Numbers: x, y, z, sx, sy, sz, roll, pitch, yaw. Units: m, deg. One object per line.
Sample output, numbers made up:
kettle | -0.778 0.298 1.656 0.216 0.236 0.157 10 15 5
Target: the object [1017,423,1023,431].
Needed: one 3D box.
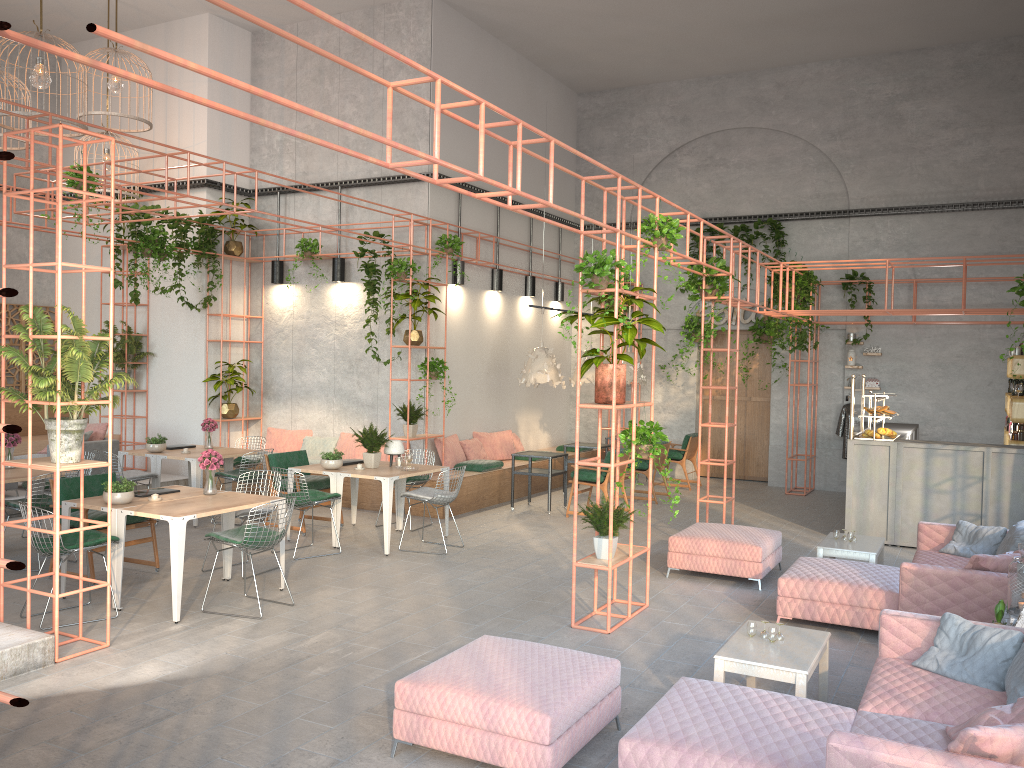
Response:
object | 6.312 0.536 10.973 0.115 0.107 0.115 1 1 -6

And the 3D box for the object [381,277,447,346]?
object | -1.331 -0.995 12.069 0.903 0.947 0.934 1 1 -11

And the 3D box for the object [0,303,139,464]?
object | -3.133 -0.004 6.186 0.900 1.100 0.894 0 2 -33

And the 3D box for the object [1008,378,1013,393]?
object | 7.622 -0.013 13.553 0.066 0.291 0.066 1 1 -2

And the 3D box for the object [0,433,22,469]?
object | -5.310 0.690 9.365 0.213 0.414 0.225 2 2 20

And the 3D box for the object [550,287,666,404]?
object | 0.796 -0.315 7.018 0.924 0.946 0.923 1 1 -6

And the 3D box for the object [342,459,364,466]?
object | -1.966 0.925 10.473 0.268 0.031 0.427 2 2 28

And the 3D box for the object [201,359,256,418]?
object | -4.426 0.070 13.754 0.903 0.919 0.934 1 1 -1

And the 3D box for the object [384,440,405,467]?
object | -1.372 0.809 10.324 0.241 0.313 0.241 1 2 -17

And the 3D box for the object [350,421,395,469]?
object | -1.610 0.692 10.099 0.438 0.527 0.368 2 2 28

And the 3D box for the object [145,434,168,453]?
object | -4.508 0.743 11.235 0.248 0.247 0.254 2 2 28

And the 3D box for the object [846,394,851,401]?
object | 5.661 0.227 14.907 0.093 0.121 0.049 2 2 30

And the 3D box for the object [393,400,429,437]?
object | -1.415 0.468 12.227 0.438 0.527 0.368 2 2 28

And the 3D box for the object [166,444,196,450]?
object | -4.459 0.838 11.793 0.268 0.031 0.427 2 2 28

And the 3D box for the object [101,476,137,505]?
object | -3.302 0.891 7.448 0.247 0.247 0.252 2 2 28

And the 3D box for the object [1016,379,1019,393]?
object | 7.690 -0.011 13.518 0.066 0.291 0.066 2 2 34

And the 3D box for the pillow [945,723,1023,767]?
pillow | 1.888 1.445 3.445 0.495 0.349 0.308 1 1 -12

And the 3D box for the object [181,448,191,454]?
object | -4.123 0.840 11.210 0.115 0.078 0.115 2 2 34

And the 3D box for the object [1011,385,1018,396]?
object | 6.684 0.084 11.757 0.115 0.147 0.115 2 2 37

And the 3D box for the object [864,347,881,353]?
object | 5.966 -0.563 14.684 0.263 0.101 0.013 2 2 28

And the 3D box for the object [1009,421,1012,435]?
object | 6.668 0.575 11.826 0.070 0.209 0.070 1 1 -12

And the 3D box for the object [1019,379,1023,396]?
object | 6.791 0.013 11.821 0.066 0.291 0.066 2 2 34

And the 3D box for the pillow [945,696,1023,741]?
pillow | 2.148 1.460 3.819 0.441 0.317 0.479 1 1 9

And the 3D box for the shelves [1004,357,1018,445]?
shelves | 7.387 0.540 12.926 0.328 1.838 1.750 2 2 28

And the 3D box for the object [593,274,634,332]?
object | 1.921 -1.520 16.531 0.894 1.101 0.900 1 1 -3

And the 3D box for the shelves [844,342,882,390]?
shelves | 5.834 -0.306 14.735 0.560 0.790 0.186 2 2 28

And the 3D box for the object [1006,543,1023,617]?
object | 3.175 1.205 5.462 0.219 0.430 0.216 2 2 21

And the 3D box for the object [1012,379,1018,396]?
object | 6.723 0.010 11.857 0.066 0.291 0.066 1 1 -2

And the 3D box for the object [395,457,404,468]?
object | -1.287 0.900 10.129 0.095 0.119 0.095 0 2 -38

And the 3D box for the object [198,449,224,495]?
object | -2.721 0.793 7.995 0.213 0.414 0.225 2 2 20

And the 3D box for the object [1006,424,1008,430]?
object | 7.182 0.613 12.762 0.115 0.107 0.115 1 1 -5

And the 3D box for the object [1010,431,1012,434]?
object | 6.283 0.637 11.066 0.115 0.107 0.115 2 2 25

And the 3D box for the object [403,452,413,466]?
object | -1.217 0.883 10.333 0.165 0.154 0.210 2 2 18

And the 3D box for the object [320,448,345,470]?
object | -2.014 0.831 9.915 0.248 0.247 0.254 2 2 28

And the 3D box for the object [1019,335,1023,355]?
object | 7.471 -0.571 12.939 0.134 0.386 0.134 0 2 -28

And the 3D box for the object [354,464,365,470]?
object | -1.708 0.924 9.931 0.115 0.078 0.115 2 2 34

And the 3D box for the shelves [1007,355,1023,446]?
shelves | 6.488 0.564 11.230 0.328 1.838 1.750 2 2 28

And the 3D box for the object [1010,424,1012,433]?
object | 6.468 0.561 11.423 0.082 0.246 0.082 0 2 -29

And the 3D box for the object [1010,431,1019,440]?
object | 6.223 0.639 10.951 0.115 0.107 0.115 1 1 -6

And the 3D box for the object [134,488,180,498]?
object | -3.254 0.985 8.006 0.268 0.031 0.427 2 2 28

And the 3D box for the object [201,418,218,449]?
object | -4.027 0.656 11.786 0.213 0.414 0.225 2 2 20

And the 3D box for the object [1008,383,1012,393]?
object | 7.583 0.060 13.454 0.115 0.147 0.115 1 2 -17

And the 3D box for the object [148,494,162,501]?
object | -3.073 0.975 7.633 0.115 0.073 0.115 2 2 22

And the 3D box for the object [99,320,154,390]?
object | -6.191 -0.459 14.072 0.900 1.097 0.894 0 2 -33

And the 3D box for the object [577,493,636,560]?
object | 0.743 1.147 7.167 0.438 0.527 0.368 2 2 28

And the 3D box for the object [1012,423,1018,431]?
object | 6.435 0.540 11.347 0.066 0.291 0.066 2 1 12

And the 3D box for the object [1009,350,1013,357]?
object | 7.357 -0.445 13.036 0.088 0.123 0.088 1 1 -6

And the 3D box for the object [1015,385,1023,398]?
object | 6.250 0.089 10.938 0.083 0.159 0.083 1 2 -17

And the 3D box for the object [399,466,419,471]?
object | -1.153 0.947 9.929 0.218 0.041 0.218 2 2 36

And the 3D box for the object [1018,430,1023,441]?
object | 6.238 0.630 10.854 0.073 0.131 0.073 2 2 21

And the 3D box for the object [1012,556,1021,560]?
object | 3.313 1.270 5.658 0.223 0.297 0.223 0 2 -43

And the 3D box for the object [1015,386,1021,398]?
object | 6.293 0.088 11.018 0.083 0.159 0.083 1 2 -17

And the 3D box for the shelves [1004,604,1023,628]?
shelves | 3.429 1.224 5.600 0.856 1.618 0.842 2 2 28

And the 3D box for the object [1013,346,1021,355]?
object | 6.458 -0.421 11.340 0.088 0.123 0.088 1 1 -6
